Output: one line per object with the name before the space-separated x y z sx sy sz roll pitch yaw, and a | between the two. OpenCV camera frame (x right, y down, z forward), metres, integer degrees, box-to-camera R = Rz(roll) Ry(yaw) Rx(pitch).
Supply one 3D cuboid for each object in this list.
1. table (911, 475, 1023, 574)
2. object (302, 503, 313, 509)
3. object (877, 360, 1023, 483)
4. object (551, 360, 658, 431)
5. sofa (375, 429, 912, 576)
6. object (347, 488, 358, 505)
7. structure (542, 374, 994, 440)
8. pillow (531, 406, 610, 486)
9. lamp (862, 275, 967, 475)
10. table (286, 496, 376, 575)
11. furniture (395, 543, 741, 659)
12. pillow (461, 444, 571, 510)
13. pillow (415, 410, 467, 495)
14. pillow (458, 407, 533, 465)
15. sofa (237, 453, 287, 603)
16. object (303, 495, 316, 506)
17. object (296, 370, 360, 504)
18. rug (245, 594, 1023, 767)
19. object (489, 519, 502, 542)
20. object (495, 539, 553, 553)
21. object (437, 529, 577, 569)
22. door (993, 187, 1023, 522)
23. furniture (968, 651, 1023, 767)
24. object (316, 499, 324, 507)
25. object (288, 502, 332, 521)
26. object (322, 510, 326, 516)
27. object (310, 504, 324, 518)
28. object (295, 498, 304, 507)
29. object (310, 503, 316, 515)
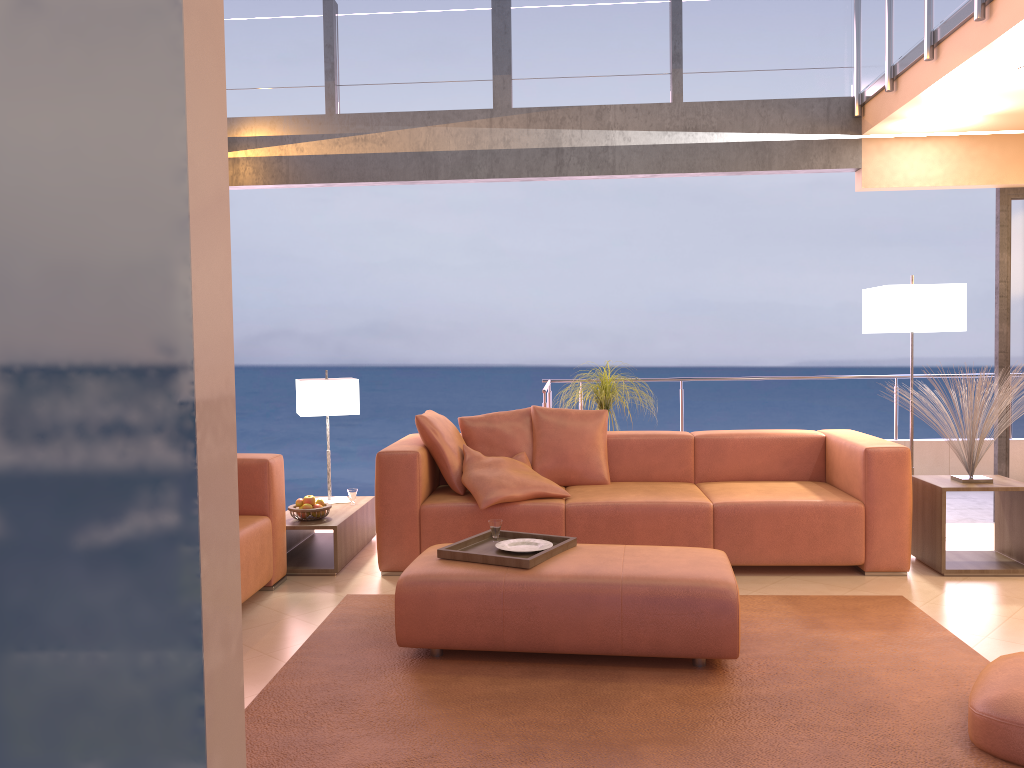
table | 2.405 0.724 4.643 0.469 0.436 0.415 -1 2 4
object | -1.106 0.669 4.793 0.055 0.047 0.045 -2 3 -19
object | 2.403 0.186 4.705 0.700 0.634 0.703 -3 3 -40
object | 0.629 0.382 6.046 0.703 1.088 0.729 -2 3 -28
sofa | 0.682 0.635 5.006 2.781 0.672 0.943 -1 2 4
object | -0.949 0.672 5.278 0.061 0.091 0.061 1 3 44
structure | 2.291 0.242 6.631 4.176 0.541 1.663 -1 2 4
pillow | 0.335 0.360 5.169 0.470 0.468 0.211 -1 2 -1
lamp | 2.443 0.128 5.419 0.454 1.578 0.454 -1 2 4
table | -1.092 0.861 5.128 0.412 0.268 0.918 -1 2 4
furniture | 0.233 0.840 3.582 1.291 0.301 0.685 -1 3 9
pillow | -0.034 0.479 4.812 0.517 0.292 0.514 -2 3 -27
pillow | -0.365 0.382 5.031 0.314 0.455 0.519 -1 2 0
pillow | -0.056 0.363 5.198 0.492 0.446 0.255 -1 3 -13
sofa | -1.718 0.749 3.289 0.943 0.672 2.781 -1 2 4
object | -1.106 0.641 4.839 0.069 0.061 0.068 -3 3 -35
object | -1.119 0.315 5.398 0.344 0.799 0.344 -2 3 -18
rug | 0.450 1.047 3.307 2.626 0.005 1.833 -1 2 4
object | -0.071 0.636 3.832 0.061 0.091 0.061 -1 3 -12
object | 0.050 0.676 3.681 0.240 0.018 0.240 -3 3 -32
object | -0.014 0.675 3.661 0.421 0.034 0.436 0 3 29
door | 3.357 -0.181 5.691 0.480 2.160 0.056 -1 2 4
furniture | 1.749 0.976 2.613 0.699 0.226 0.659 1 3 34
object | -1.055 0.656 4.876 0.045 0.053 0.051 0 3 27
object | -1.107 0.703 4.862 0.235 0.071 0.235 -1 2 -4
object | -1.049 0.703 4.888 0.046 0.046 0.055 -2 3 -18
object | -1.062 0.690 4.830 0.074 0.076 0.072 0 3 14
object | -1.159 0.649 4.846 0.047 0.046 0.054 -1 3 -10
object | -1.109 0.689 4.888 0.077 0.065 0.076 0 3 15
